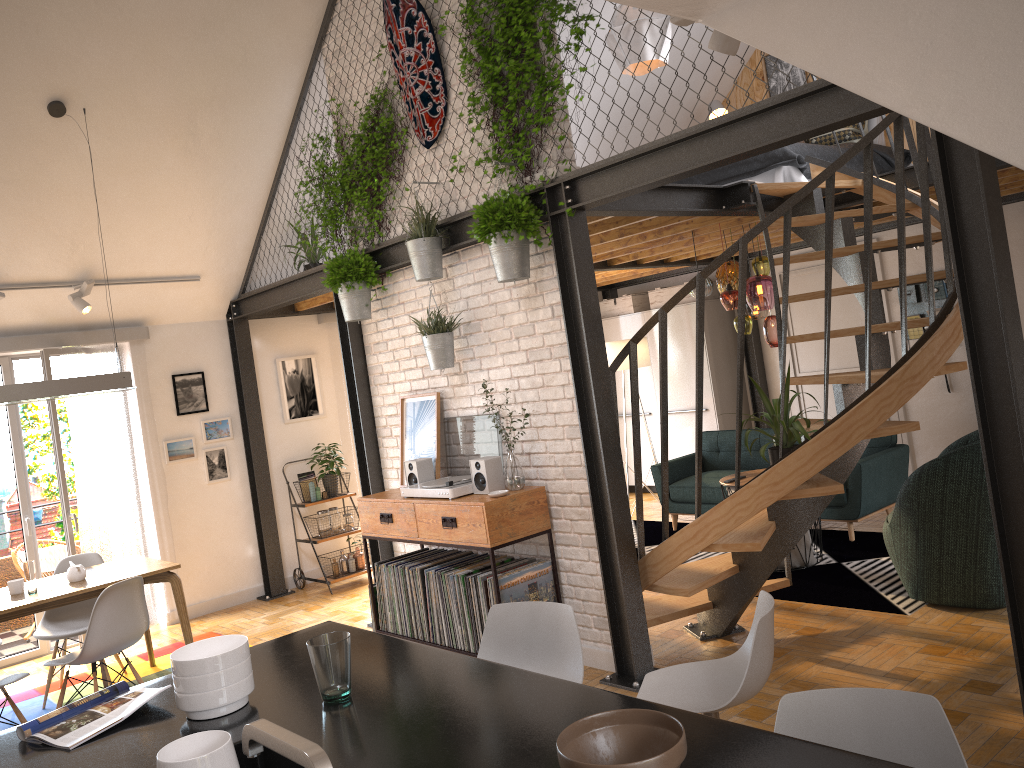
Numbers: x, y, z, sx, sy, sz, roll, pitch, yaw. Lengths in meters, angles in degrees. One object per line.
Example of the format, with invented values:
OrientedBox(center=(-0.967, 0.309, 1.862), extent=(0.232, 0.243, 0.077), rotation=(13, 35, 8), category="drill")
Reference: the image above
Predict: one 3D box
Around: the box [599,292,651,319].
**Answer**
OrientedBox(center=(1.303, -0.892, 10.066), extent=(0.377, 0.218, 0.640), rotation=(-9, 1, -31), category="box")

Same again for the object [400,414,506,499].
OrientedBox(center=(-0.361, 0.414, 5.101), extent=(0.416, 0.415, 0.784), rotation=(-8, 1, -41), category="object")

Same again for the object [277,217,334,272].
OrientedBox(center=(-1.630, -1.090, 7.198), extent=(0.526, 0.592, 0.458), rotation=(-8, 0, 32), category="object")

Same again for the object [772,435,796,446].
OrientedBox(center=(1.918, 0.476, 6.221), extent=(0.189, 0.295, 0.173), rotation=(-9, -1, 23), category="object")

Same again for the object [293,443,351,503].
OrientedBox(center=(-1.650, 0.756, 7.686), extent=(0.493, 0.475, 0.395), rotation=(-8, 0, -29), category="object")

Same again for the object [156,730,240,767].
OrientedBox(center=(-0.605, 0.822, 1.732), extent=(0.190, 0.232, 0.190), rotation=(-8, 0, 12), category="object")

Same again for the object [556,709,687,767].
OrientedBox(center=(0.180, 0.612, 1.412), extent=(0.206, 0.106, 0.206), rotation=(-8, 1, 18), category="object")

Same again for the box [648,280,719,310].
OrientedBox(center=(1.835, -0.957, 9.469), extent=(0.639, 0.218, 0.377), rotation=(-7, 1, 44), category="box")

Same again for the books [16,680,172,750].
OrientedBox(center=(-1.021, 0.807, 2.182), extent=(0.221, 0.044, 0.282), rotation=(-8, 1, 32), category="books")

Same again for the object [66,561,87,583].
OrientedBox(center=(-2.556, 1.100, 5.202), extent=(0.107, 0.106, 0.178), rotation=(-8, 1, -14), category="object")

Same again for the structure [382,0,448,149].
OrientedBox(center=(-0.605, -1.853, 5.209), extent=(0.192, 0.965, 0.439), rotation=(-7, -1, -41), category="structure")

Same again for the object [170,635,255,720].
OrientedBox(center=(-0.721, 0.709, 2.142), extent=(0.182, 0.147, 0.180), rotation=(-9, 0, -43), category="object")

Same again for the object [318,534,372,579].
OrientedBox(center=(-1.386, 1.447, 7.470), extent=(0.440, 0.291, 0.275), rotation=(-9, 0, -41), category="object")

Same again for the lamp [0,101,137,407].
OrientedBox(center=(-3.023, -0.777, 5.120), extent=(1.350, 1.821, 0.268), rotation=(-8, -1, -41), category="lamp")

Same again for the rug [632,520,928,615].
OrientedBox(center=(1.635, 1.274, 6.617), extent=(1.705, 0.010, 3.489), rotation=(-9, 2, -41), category="rug")

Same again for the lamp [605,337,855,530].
OrientedBox(center=(1.655, 0.378, 7.676), extent=(0.572, 1.719, 2.351), rotation=(-8, 0, -32), category="lamp")

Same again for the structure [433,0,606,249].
OrientedBox(center=(0.046, -1.624, 4.641), extent=(0.459, 1.872, 1.301), rotation=(-7, -1, -44), category="structure")

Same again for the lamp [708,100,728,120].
OrientedBox(center=(2.084, -2.410, 9.049), extent=(0.194, 0.814, 0.850), rotation=(-8, 0, 3), category="lamp")

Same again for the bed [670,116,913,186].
OrientedBox(center=(2.087, -1.872, 7.722), extent=(2.296, 1.022, 2.115), rotation=(-9, 1, -41), category="bed")

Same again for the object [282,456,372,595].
OrientedBox(center=(-1.547, 1.171, 7.620), extent=(0.580, 1.079, 0.629), rotation=(-8, -1, -41), category="object")

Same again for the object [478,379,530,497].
OrientedBox(center=(-0.075, 0.275, 4.785), extent=(0.291, 0.621, 0.295), rotation=(-8, -1, -26), category="object")

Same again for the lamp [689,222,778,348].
OrientedBox(center=(1.606, -0.734, 6.412), extent=(0.618, 1.014, 0.490), rotation=(-8, -1, -1), category="lamp")

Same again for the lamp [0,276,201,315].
OrientedBox(center=(-3.757, -0.525, 5.881), extent=(3.500, 0.262, 0.207), rotation=(-9, 0, -40), category="lamp")

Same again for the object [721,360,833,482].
OrientedBox(center=(1.293, 0.179, 4.293), extent=(0.526, 0.592, 0.458), rotation=(-8, 0, 37), category="object")

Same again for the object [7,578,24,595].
OrientedBox(center=(-2.825, 1.157, 5.050), extent=(0.078, 0.077, 0.077), rotation=(-8, 0, -23), category="object")

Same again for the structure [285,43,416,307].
OrientedBox(center=(-1.030, -1.330, 5.902), extent=(0.432, 1.680, 2.120), rotation=(-7, 0, -40), category="structure")

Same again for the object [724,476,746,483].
OrientedBox(center=(1.567, 0.669, 6.228), extent=(0.208, 0.013, 0.050), rotation=(-9, 1, -41), category="object")

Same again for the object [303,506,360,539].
OrientedBox(center=(-1.528, 1.175, 7.594), extent=(0.440, 0.216, 0.238), rotation=(-9, 1, -41), category="object")

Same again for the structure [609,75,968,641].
OrientedBox(center=(1.562, -0.582, 4.840), extent=(2.254, 3.821, 1.623), rotation=(-8, -1, -26), category="structure")

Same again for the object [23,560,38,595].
OrientedBox(center=(-2.697, 1.086, 4.965), extent=(0.062, 0.184, 0.062), rotation=(-9, -1, 13), category="object")

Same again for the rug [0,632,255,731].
OrientedBox(center=(-2.633, 1.924, 4.948), extent=(2.791, 0.024, 1.931), rotation=(-9, 2, -41), category="rug")

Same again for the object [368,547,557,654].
OrientedBox(center=(-0.320, 1.300, 5.140), extent=(0.406, 0.575, 1.309), rotation=(-8, 0, -41), category="object")

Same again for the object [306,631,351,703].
OrientedBox(center=(-0.423, 0.670, 2.090), extent=(0.103, 0.141, 0.104), rotation=(-9, 0, 39), category="object")
